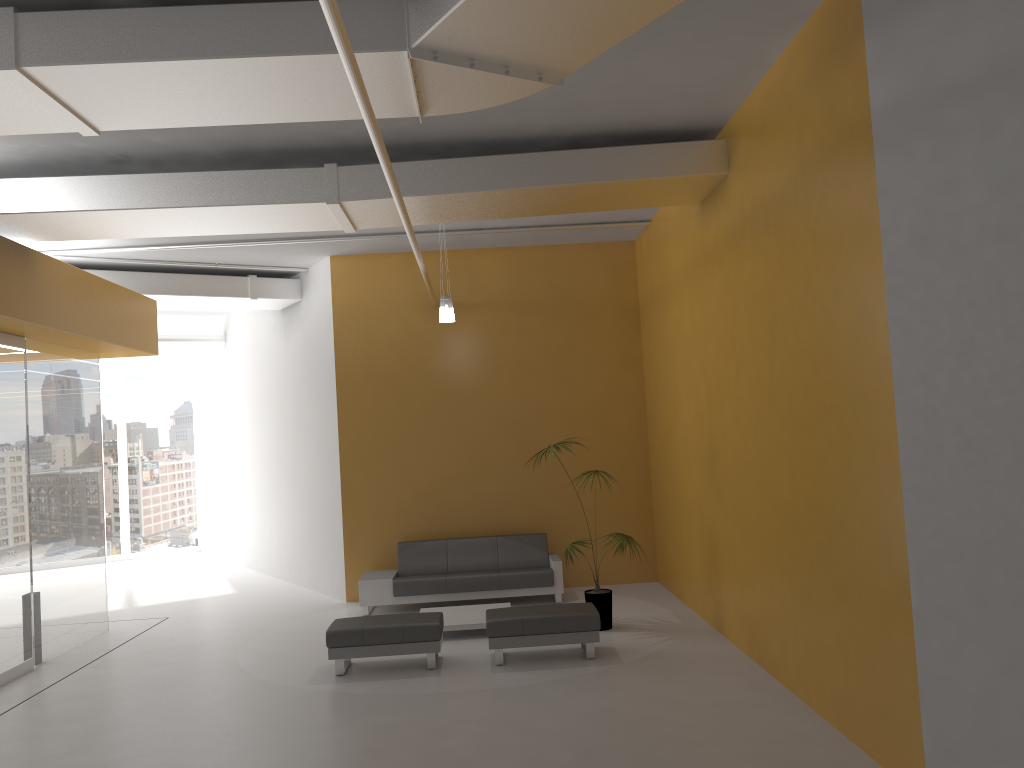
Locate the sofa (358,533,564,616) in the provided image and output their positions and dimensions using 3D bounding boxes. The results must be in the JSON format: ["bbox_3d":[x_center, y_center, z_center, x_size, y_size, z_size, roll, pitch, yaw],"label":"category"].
[{"bbox_3d":[-0.613,2.300,10.803,2.400,0.761,0.860,-3,-3,-2],"label":"sofa"}]

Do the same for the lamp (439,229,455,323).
[{"bbox_3d":[-0.734,-1.281,9.584,0.174,1.227,0.174,-6,-4,39],"label":"lamp"}]

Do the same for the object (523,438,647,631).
[{"bbox_3d":[0.747,1.522,9.067,1.222,1.956,0.912,-6,-4,38],"label":"object"}]

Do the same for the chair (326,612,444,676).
[{"bbox_3d":[-1.131,2.344,8.045,1.012,0.423,0.575,-3,-3,-2],"label":"chair"}]

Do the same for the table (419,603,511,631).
[{"bbox_3d":[-0.496,2.520,9.406,1.000,0.150,1.000,-3,-3,-2],"label":"table"}]

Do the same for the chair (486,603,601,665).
[{"bbox_3d":[0.275,2.263,8.076,1.012,0.423,0.575,-3,-3,-2],"label":"chair"}]

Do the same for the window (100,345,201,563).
[{"bbox_3d":[-8.937,1.258,16.836,8.533,4.498,0.100,-1,-4,-32],"label":"window"}]
